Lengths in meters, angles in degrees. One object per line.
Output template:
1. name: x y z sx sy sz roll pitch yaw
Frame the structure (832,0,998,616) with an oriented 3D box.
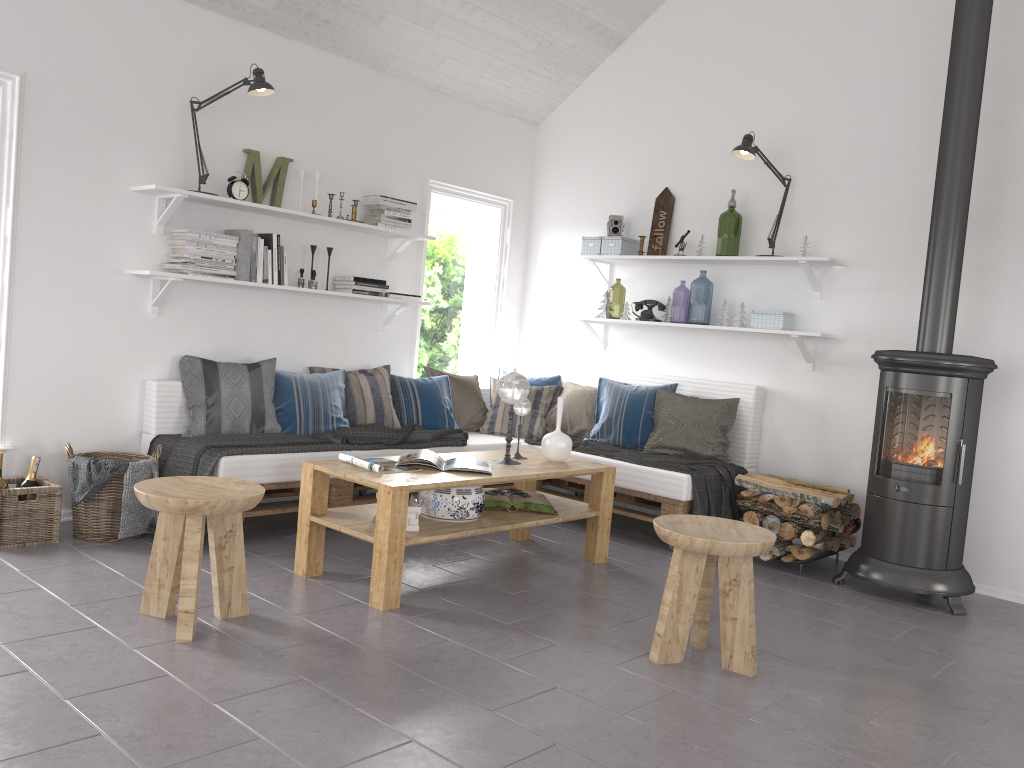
1. structure: 2.143 -1.401 4.263 0.643 4.887 0.626 6 3 18

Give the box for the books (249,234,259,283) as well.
1. books: -1.435 -0.677 4.770 0.193 0.257 0.046 8 4 42

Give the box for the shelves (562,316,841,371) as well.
1. shelves: 1.086 -0.263 5.515 1.820 0.212 0.269 8 4 42

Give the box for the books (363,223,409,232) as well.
1. books: -0.784 -0.959 5.460 0.172 0.032 0.239 8 4 42

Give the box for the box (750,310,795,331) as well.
1. box: 1.511 -0.364 5.145 0.202 0.110 0.137 8 4 42

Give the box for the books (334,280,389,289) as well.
1. books: -0.912 -0.600 5.366 0.212 0.023 0.258 8 4 42

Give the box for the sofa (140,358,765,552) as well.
1. sofa: -0.214 0.349 4.947 2.017 0.932 2.855 8 4 42

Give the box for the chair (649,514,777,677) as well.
1. chair: 0.700 0.751 3.179 0.431 0.479 0.431 8 4 39

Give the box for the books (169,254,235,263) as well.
1. books: -1.616 -0.654 4.627 0.159 0.012 0.285 8 4 42

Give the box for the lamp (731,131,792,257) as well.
1. lamp: 1.436 -1.076 5.079 0.439 0.703 0.196 3 4 -28

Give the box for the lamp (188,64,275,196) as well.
1. lamp: -1.457 -1.300 4.555 0.439 0.703 0.196 4 3 -13

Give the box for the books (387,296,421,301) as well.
1. books: -0.728 -0.535 5.567 0.187 0.014 0.253 8 4 42

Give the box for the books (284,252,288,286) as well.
1. books: -1.298 -0.637 4.917 0.152 0.185 0.045 8 4 42

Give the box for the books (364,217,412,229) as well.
1. books: -0.764 -0.989 5.461 0.172 0.032 0.239 8 4 42

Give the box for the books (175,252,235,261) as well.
1. books: -1.603 -0.665 4.631 0.161 0.012 0.254 8 4 42

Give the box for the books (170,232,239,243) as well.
1. books: -1.603 -0.761 4.624 0.182 0.016 0.288 8 4 42

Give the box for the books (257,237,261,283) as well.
1. books: -1.424 -0.670 4.792 0.205 0.243 0.019 8 4 42

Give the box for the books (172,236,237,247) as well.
1. books: -1.604 -0.742 4.626 0.174 0.021 0.273 8 4 42

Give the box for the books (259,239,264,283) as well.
1. books: -1.413 -0.666 4.805 0.200 0.236 0.031 8 4 42

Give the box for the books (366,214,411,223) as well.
1. books: -0.760 -1.017 5.465 0.152 0.024 0.238 8 4 42

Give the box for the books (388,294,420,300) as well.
1. books: -0.731 -0.549 5.564 0.187 0.014 0.248 8 4 40

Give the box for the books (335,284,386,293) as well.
1. books: -0.913 -0.576 5.355 0.191 0.023 0.242 8 4 40

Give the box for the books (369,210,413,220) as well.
1. books: -0.750 -1.043 5.479 0.161 0.026 0.223 8 4 42

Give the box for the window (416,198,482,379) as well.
1. window: -0.542 -0.492 6.360 0.052 1.655 0.685 8 4 42

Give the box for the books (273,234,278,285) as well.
1. books: -1.355 -0.683 4.866 0.200 0.272 0.054 8 4 42

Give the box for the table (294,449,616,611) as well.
1. table: -0.202 0.613 4.125 0.607 0.485 1.457 8 4 42

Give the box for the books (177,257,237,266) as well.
1. books: -1.597 -0.640 4.638 0.161 0.013 0.256 8 4 42

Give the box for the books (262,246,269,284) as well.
1. books: -1.370 -0.646 4.806 0.141 0.203 0.044 8 4 42

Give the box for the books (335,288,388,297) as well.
1. books: -0.915 -0.549 5.368 0.191 0.032 0.258 8 5 44

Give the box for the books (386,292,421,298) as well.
1. books: -0.733 -0.563 5.569 0.202 0.012 0.251 8 5 44

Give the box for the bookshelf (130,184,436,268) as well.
1. bookshelf: -1.198 -0.847 5.000 0.269 0.212 1.820 8 4 42

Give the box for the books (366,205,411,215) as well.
1. books: -0.761 -1.069 5.455 0.161 0.027 0.223 8 4 42

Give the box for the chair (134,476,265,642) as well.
1. chair: -1.102 0.597 3.099 0.431 0.479 0.431 8 4 40

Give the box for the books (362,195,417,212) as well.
1. books: -0.753 -1.109 5.463 0.176 0.053 0.290 8 4 42

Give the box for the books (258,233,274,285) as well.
1. books: -1.365 -0.684 4.851 0.200 0.274 0.038 8 4 42

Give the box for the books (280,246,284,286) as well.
1. books: -1.316 -0.654 4.896 0.171 0.219 0.047 8 4 42

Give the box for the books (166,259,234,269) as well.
1. books: -1.631 -0.628 4.638 0.182 0.016 0.288 8 4 42

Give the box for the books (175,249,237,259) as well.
1. books: -1.604 -0.681 4.641 0.167 0.017 0.263 8 4 42

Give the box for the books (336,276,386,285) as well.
1. books: -0.913 -0.625 5.356 0.190 0.028 0.239 8 5 44

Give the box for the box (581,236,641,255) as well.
1. box: 0.669 -0.910 5.966 0.332 0.131 0.242 8 4 42

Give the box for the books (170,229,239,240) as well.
1. books: -1.598 -0.776 4.611 0.182 0.016 0.288 8 4 42

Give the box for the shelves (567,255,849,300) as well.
1. shelves: 1.122 -0.671 5.491 1.820 0.212 0.269 8 4 42

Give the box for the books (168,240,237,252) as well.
1. books: -1.619 -0.721 4.638 0.180 0.028 0.296 8 4 42

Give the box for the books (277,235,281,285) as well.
1. books: -1.340 -0.684 4.885 0.210 0.274 0.048 8 4 42

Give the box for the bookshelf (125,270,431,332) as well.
1. bookshelf: -1.234 -0.438 5.023 0.269 0.212 1.820 8 4 42

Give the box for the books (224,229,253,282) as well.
1. books: -1.469 -0.685 4.735 0.200 0.271 0.050 8 4 42

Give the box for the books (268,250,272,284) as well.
1. books: -1.351 -0.636 4.822 0.125 0.185 0.042 8 4 42

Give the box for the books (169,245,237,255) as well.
1. books: -1.618 -0.699 4.642 0.182 0.016 0.288 8 4 42
